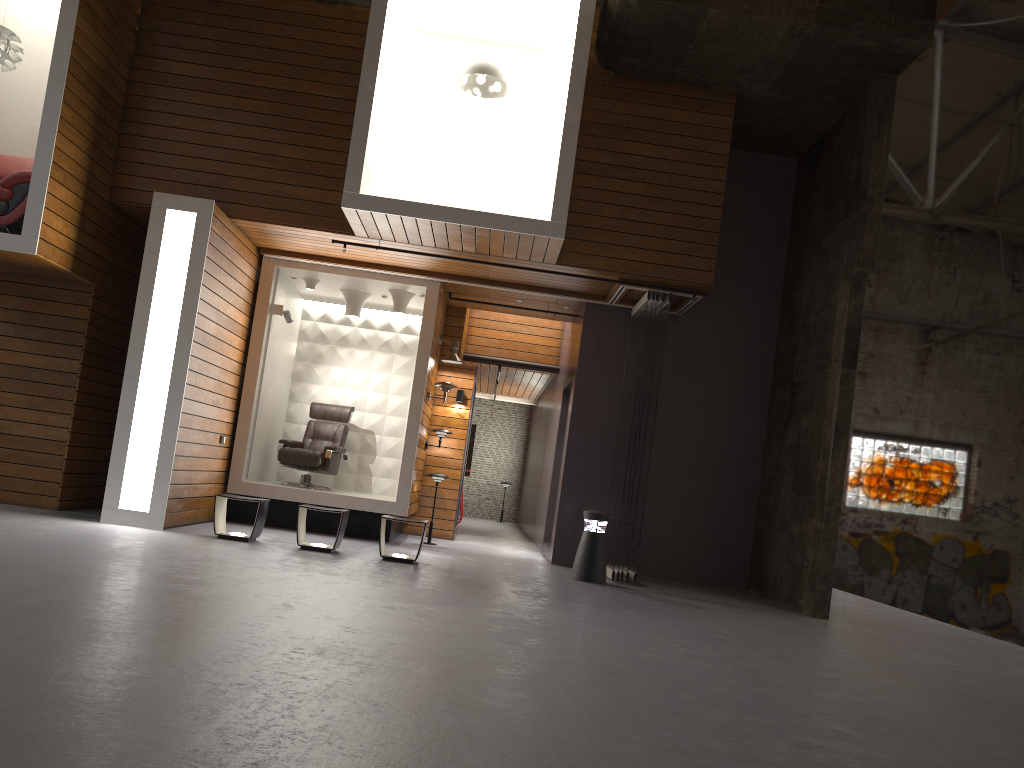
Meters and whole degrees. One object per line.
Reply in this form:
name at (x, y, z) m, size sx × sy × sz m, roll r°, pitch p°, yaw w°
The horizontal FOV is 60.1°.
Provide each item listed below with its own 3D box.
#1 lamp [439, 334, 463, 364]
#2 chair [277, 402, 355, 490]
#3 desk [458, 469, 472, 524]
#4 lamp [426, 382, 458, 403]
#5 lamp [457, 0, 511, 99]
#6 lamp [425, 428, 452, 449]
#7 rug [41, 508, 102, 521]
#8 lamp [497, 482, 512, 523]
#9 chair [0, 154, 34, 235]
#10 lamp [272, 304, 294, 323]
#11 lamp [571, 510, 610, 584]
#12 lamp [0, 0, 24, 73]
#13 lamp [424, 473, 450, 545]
lamp at (-0.765, -0.442, 11.231) m, size 0.346 × 0.330 × 0.295 m, roll 8°, pitch -5°, yaw 1°
chair at (-2.418, 0.738, 10.885) m, size 0.754 × 1.068 × 0.829 m, roll 7°, pitch -5°, yaw 14°
desk at (-1.229, 2.027, 16.312) m, size 0.844 × 0.982 × 1.723 m, roll 8°, pitch -6°, yaw -1°
lamp at (-0.818, 0.098, 10.447) m, size 0.351 × 0.270 × 0.289 m, roll 8°, pitch -5°, yaw -1°
lamp at (-0.211, -3.398, 8.696) m, size 0.529 × 0.983 × 0.532 m, roll 7°, pitch -4°, yaw 11°
lamp at (-0.932, 0.706, 11.301) m, size 0.327 × 0.296 × 0.289 m, roll 8°, pitch -5°, yaw -1°
rug at (-4.067, 1.295, 8.853) m, size 0.540 × 0.014 × 1.583 m, roll 8°, pitch -6°, yaw -1°
lamp at (-0.176, 2.491, 18.712) m, size 0.288 × 0.860 × 0.288 m, roll 8°, pitch -4°, yaw -4°
chair at (-4.718, -1.747, 8.113) m, size 1.200 × 0.934 × 0.956 m, roll 8°, pitch -5°, yaw -1°
lamp at (-2.608, -0.801, 10.124) m, size 0.250 × 0.188 × 0.129 m, roll 11°, pitch -6°, yaw -32°
lamp at (0.797, 1.595, 8.745) m, size 0.348 × 0.694 × 0.349 m, roll 7°, pitch -4°, yaw 4°
lamp at (-4.500, -3.653, 7.858) m, size 0.514 × 1.768 × 0.487 m, roll 11°, pitch -5°, yaw -37°
lamp at (-0.933, 1.482, 10.589) m, size 0.288 × 0.860 × 0.288 m, roll 9°, pitch -4°, yaw -16°
